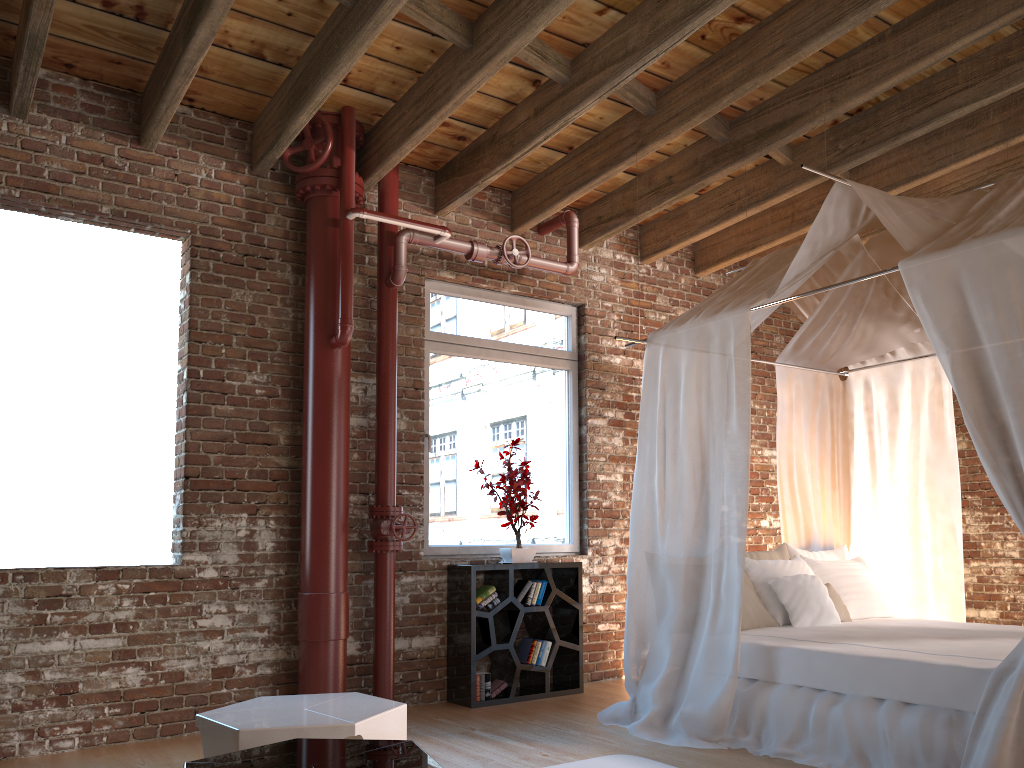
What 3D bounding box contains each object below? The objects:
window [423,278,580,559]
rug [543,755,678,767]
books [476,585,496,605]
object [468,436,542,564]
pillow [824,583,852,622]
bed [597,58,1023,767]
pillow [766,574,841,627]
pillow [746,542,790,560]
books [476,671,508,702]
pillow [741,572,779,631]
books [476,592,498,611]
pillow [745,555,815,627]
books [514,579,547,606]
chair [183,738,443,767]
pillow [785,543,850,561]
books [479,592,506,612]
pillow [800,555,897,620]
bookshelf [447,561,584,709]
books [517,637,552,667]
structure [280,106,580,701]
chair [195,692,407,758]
[{"bbox_3d":[-0.074,0.261,5.982,1.364,1.834,0.167,4,-7,-35],"label":"window"},{"bbox_3d":[0.550,1.555,3.255,0.872,0.007,1.428,6,-12,-33],"label":"rug"},{"bbox_3d":[-0.194,1.295,5.415,0.156,0.108,0.133,5,-10,-34],"label":"books"},{"bbox_3d":[-0.020,0.730,5.660,0.422,0.833,0.393,5,-8,-39],"label":"object"},{"bbox_3d":[1.827,1.269,5.122,0.293,0.232,0.161,5,-9,-36],"label":"pillow"},{"bbox_3d":[2.076,-0.158,4.583,2.533,3.850,2.653,4,-8,-34],"label":"bed"},{"bbox_3d":[1.644,1.217,4.955,0.390,0.289,0.214,4,-8,-26],"label":"pillow"},{"bbox_3d":[1.502,1.202,5.310,0.641,0.490,0.207,5,-8,-35],"label":"pillow"},{"bbox_3d":[-0.151,1.841,5.394,0.253,0.158,0.133,5,-9,-35],"label":"books"},{"bbox_3d":[1.131,1.168,4.802,0.622,0.411,0.356,6,-10,-37],"label":"pillow"},{"bbox_3d":[-0.182,1.332,5.420,0.156,0.108,0.133,5,-10,-34],"label":"books"},{"bbox_3d":[1.618,1.187,5.148,0.621,0.400,0.347,6,-10,-37],"label":"pillow"},{"bbox_3d":[0.095,1.329,5.617,0.247,0.164,0.133,5,-9,-35],"label":"books"},{"bbox_3d":[-0.450,1.100,1.961,0.612,0.486,0.545,-2,-8,9],"label":"chair"},{"bbox_3d":[2.000,1.263,5.657,0.640,0.494,0.206,5,-8,-35],"label":"pillow"},{"bbox_3d":[-0.134,1.349,5.452,0.159,0.113,0.133,5,-10,-34],"label":"books"},{"bbox_3d":[2.109,1.278,5.496,0.637,0.429,0.291,5,-9,-34],"label":"pillow"},{"bbox_3d":[0.030,1.569,5.632,0.868,0.838,0.291,5,-8,-35],"label":"bookshelf"},{"bbox_3d":[0.141,1.707,5.613,0.206,0.179,0.133,5,-9,-35],"label":"books"},{"bbox_3d":[-0.422,0.199,5.290,2.027,3.436,0.573,4,-7,-35],"label":"structure"},{"bbox_3d":[-0.628,1.225,2.646,0.528,0.486,0.631,-3,-9,19],"label":"chair"}]
